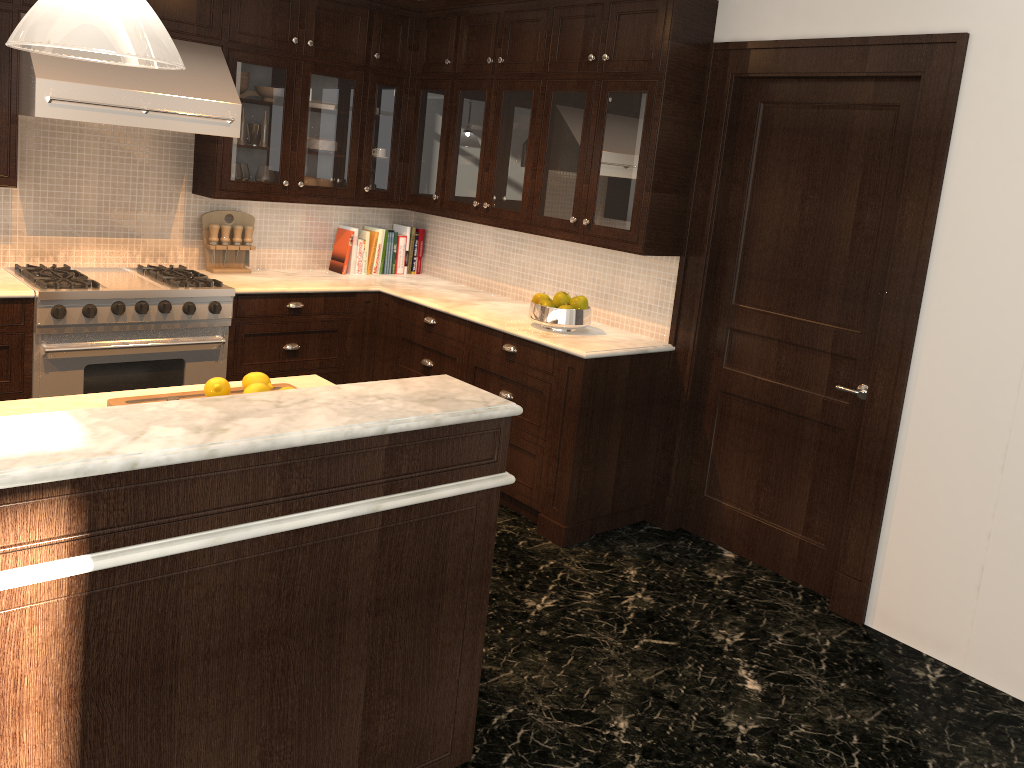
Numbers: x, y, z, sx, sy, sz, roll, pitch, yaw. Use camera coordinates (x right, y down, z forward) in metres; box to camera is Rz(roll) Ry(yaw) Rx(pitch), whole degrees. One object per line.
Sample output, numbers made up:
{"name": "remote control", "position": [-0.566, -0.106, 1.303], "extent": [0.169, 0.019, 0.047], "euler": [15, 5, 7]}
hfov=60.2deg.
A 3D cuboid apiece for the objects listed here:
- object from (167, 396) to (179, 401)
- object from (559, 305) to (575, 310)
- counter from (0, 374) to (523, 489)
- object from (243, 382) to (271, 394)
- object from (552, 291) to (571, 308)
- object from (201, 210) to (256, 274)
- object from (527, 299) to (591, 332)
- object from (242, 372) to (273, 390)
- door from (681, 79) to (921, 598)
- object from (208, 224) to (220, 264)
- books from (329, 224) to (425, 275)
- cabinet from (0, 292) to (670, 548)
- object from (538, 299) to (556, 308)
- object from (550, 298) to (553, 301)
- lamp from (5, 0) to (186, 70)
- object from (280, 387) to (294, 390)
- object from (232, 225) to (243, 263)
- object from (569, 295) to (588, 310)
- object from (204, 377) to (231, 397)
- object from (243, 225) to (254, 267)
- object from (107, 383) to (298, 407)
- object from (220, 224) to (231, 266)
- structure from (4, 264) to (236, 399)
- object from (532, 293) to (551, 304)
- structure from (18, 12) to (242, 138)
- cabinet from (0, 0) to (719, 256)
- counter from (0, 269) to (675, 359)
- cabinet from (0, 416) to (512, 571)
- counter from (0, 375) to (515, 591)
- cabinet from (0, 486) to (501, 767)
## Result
{"name": "object", "position": [-0.880, 0.084, 2.362], "extent": [0.042, 0.014, 0.336], "euler": [-2, 16, -30]}
{"name": "object", "position": [0.264, -0.338, 4.290], "extent": [0.091, 0.096, 0.094], "euler": [4, 12, -12]}
{"name": "counter", "position": [-1.155, 0.144, 1.427], "extent": [2.863, 0.031, 0.333], "euler": [-6, 19, -41]}
{"name": "object", "position": [-0.725, 0.032, 2.510], "extent": [0.081, 0.071, 0.084], "euler": [-1, 14, -30]}
{"name": "object", "position": [0.246, -0.407, 4.350], "extent": [0.096, 0.098, 0.092], "euler": [11, 12, 24]}
{"name": "object", "position": [-1.605, -0.811, 5.031], "extent": [0.317, 0.344, 0.112], "euler": [-4, 14, -41]}
{"name": "object", "position": [0.236, -0.337, 4.380], "extent": [0.322, 0.120, 0.320], "euler": [18, 18, 41]}
{"name": "object", "position": [-0.757, 0.000, 2.622], "extent": [0.082, 0.071, 0.082], "euler": [0, 13, -26]}
{"name": "door", "position": [1.225, -0.235, 3.895], "extent": [0.109, 2.153, 0.875], "euler": [-2, 12, -41]}
{"name": "object", "position": [-1.677, -0.785, 4.958], "extent": [0.061, 0.225, 0.062], "euler": [11, 11, 29]}
{"name": "books", "position": [-0.864, -0.871, 5.672], "extent": [0.605, 0.307, 0.197], "euler": [-6, 16, -41]}
{"name": "cabinet", "position": [-1.270, 0.116, 4.103], "extent": [3.377, 0.867, 2.348], "euler": [-6, 18, -41]}
{"name": "object", "position": [0.170, -0.366, 4.323], "extent": [0.100, 0.095, 0.093], "euler": [1, 12, -24]}
{"name": "object", "position": [0.170, -0.385, 4.430], "extent": [0.091, 0.093, 0.092], "euler": [4, 12, -11]}
{"name": "lamp", "position": [-0.766, -1.016, 1.665], "extent": [0.317, 0.772, 0.322], "euler": [1, 11, -27]}
{"name": "object", "position": [-0.637, 0.043, 2.512], "extent": [0.074, 0.068, 0.064], "euler": [8, 12, 11]}
{"name": "object", "position": [-1.573, -0.799, 5.049], "extent": [0.061, 0.223, 0.062], "euler": [9, 10, 18]}
{"name": "object", "position": [0.326, -0.386, 4.315], "extent": [0.093, 0.097, 0.092], "euler": [10, 12, 18]}
{"name": "object", "position": [-0.843, 0.016, 2.527], "extent": [0.083, 0.072, 0.080], "euler": [14, 14, 35]}
{"name": "object", "position": [-1.524, -0.799, 5.093], "extent": [0.061, 0.234, 0.062], "euler": [8, 9, 12]}
{"name": "object", "position": [-0.798, 0.077, 2.488], "extent": [0.669, 0.021, 0.390], "euler": [-6, 18, -41]}
{"name": "object", "position": [-1.628, -0.787, 5.002], "extent": [0.061, 0.234, 0.062], "euler": [9, 10, 18]}
{"name": "structure", "position": [-2.006, -0.149, 4.499], "extent": [0.908, 0.826, 0.729], "euler": [-4, 15, -41]}
{"name": "object", "position": [0.144, -0.404, 4.389], "extent": [0.091, 0.097, 0.094], "euler": [9, 12, 15]}
{"name": "structure", "position": [-1.877, -1.500, 4.307], "extent": [0.933, 0.470, 0.648], "euler": [-5, 17, -41]}
{"name": "cabinet", "position": [-1.111, -1.367, 3.874], "extent": [3.376, 1.236, 2.340], "euler": [-6, 17, -41]}
{"name": "counter", "position": [-1.222, -0.327, 4.033], "extent": [3.377, 0.031, 2.348], "euler": [-6, 18, -40]}
{"name": "cabinet", "position": [-1.172, 0.234, 1.434], "extent": [2.844, 0.150, 0.297], "euler": [-6, 18, -41]}
{"name": "counter", "position": [-1.414, 0.231, 1.719], "extent": [2.877, 0.031, 1.069], "euler": [-6, 19, -41]}
{"name": "cabinet", "position": [-1.460, 0.657, 1.791], "extent": [2.855, 0.899, 1.040], "euler": [-6, 17, -41]}
